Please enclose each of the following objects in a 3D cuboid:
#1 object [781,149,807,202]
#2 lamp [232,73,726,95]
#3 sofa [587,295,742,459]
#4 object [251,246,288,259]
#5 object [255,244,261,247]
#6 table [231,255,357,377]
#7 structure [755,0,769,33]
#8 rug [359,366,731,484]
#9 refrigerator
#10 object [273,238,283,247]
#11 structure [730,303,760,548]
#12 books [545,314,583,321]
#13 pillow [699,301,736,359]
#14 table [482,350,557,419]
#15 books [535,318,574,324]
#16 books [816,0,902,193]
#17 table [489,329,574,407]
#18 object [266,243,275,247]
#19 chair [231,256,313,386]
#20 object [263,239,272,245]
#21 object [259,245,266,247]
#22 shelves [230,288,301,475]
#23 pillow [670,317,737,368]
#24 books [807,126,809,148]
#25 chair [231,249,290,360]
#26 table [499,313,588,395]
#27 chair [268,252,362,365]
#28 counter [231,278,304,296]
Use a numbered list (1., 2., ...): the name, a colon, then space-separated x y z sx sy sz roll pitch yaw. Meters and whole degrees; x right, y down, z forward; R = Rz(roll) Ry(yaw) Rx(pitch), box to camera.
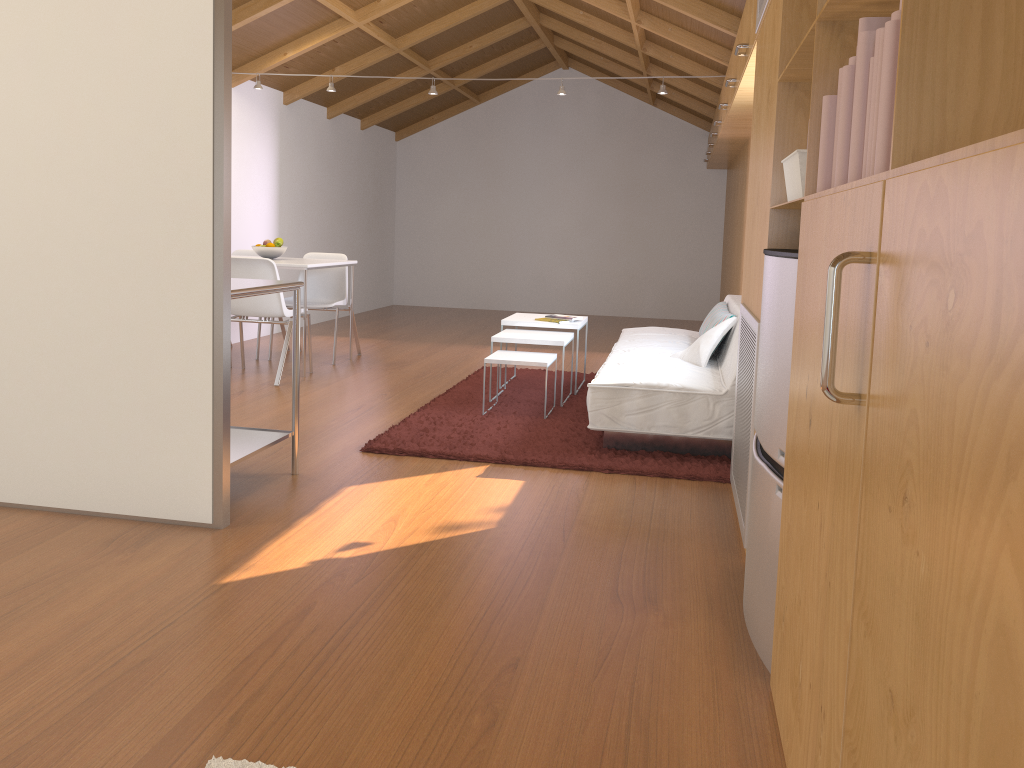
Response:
1. object: 0.808 -0.521 2.260 0.203 0.121 0.353 4 10 10
2. lamp: -0.385 -2.223 6.543 3.831 0.152 0.073 4 7 11
3. sofa: 0.965 -0.136 5.002 0.863 0.623 2.375 4 10 10
4. object: -1.737 -0.940 6.338 0.255 0.090 0.257 -5 12 -37
5. object: -1.813 -0.970 6.336 0.068 0.066 0.068 -4 10 -35
6. table: -1.843 -0.522 6.312 1.210 0.737 0.907 4 8 10
7. structure: 0.892 -1.463 3.049 0.013 0.298 0.911 3 10 10
8. rug: 0.487 0.161 5.008 1.886 0.020 2.503 4 10 10
9. refrigerator: 0.769 0.147 2.317 0.262 0.979 0.719 3 7 10
10. object: -1.677 -1.016 6.346 0.070 0.069 0.078 4 8 11
11. structure: 0.833 0.099 3.176 0.013 0.715 0.826 3 8 10
12. books: 0.329 -0.420 5.585 0.194 0.016 0.153 8 11 30
13. pillow: 1.200 -0.330 5.226 0.171 0.249 1.051 3 10 10
14. table: 0.049 -0.001 4.876 0.342 0.306 0.372 3 8 10
15. books: 0.265 -0.397 5.529 0.194 0.016 0.153 10 13 39
16. books: 0.453 -0.461 0.299 0.189 0.652 3.137 3 10 10
17. table: 0.125 -0.104 5.265 0.424 0.380 0.462 3 8 10
18. object: -1.710 -0.966 6.257 0.067 0.067 0.068 0 8 -14
19. chair: -1.637 -0.437 5.747 0.531 0.779 0.551 3 7 10
20. object: -1.753 -1.003 6.339 0.062 0.066 0.064 -5 10 -41
21. object: -1.768 -0.957 6.289 0.071 0.077 0.069 -5 10 -42
22. shelves: -1.935 -0.026 3.441 2.094 0.747 0.637 4 8 11
23. pillow: 1.007 -0.234 4.630 0.267 0.250 0.349 -2 9 -25
24. books: 0.789 -0.542 2.134 0.150 0.191 0.089 3 6 11
25. chair: -2.051 -0.626 6.744 0.531 0.779 0.551 3 7 10
26. table: 0.212 -0.207 5.714 0.485 0.434 0.529 3 8 10
27. chair: -1.467 -0.586 6.635 0.531 0.779 0.551 3 7 10
28. counter: -1.922 -0.416 3.403 2.111 0.021 0.655 4 10 11
